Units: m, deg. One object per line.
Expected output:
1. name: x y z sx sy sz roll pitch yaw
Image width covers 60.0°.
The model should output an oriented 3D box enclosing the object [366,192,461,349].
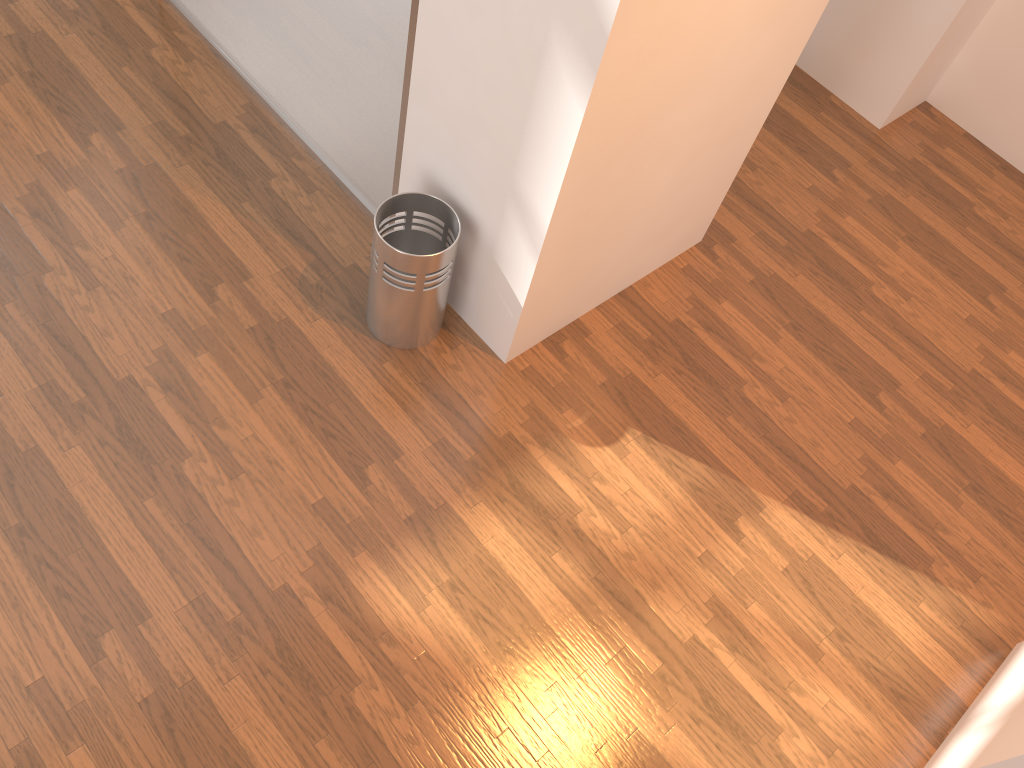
1. object: -0.309 -0.337 2.711 0.248 0.450 0.248 8 56 -8
